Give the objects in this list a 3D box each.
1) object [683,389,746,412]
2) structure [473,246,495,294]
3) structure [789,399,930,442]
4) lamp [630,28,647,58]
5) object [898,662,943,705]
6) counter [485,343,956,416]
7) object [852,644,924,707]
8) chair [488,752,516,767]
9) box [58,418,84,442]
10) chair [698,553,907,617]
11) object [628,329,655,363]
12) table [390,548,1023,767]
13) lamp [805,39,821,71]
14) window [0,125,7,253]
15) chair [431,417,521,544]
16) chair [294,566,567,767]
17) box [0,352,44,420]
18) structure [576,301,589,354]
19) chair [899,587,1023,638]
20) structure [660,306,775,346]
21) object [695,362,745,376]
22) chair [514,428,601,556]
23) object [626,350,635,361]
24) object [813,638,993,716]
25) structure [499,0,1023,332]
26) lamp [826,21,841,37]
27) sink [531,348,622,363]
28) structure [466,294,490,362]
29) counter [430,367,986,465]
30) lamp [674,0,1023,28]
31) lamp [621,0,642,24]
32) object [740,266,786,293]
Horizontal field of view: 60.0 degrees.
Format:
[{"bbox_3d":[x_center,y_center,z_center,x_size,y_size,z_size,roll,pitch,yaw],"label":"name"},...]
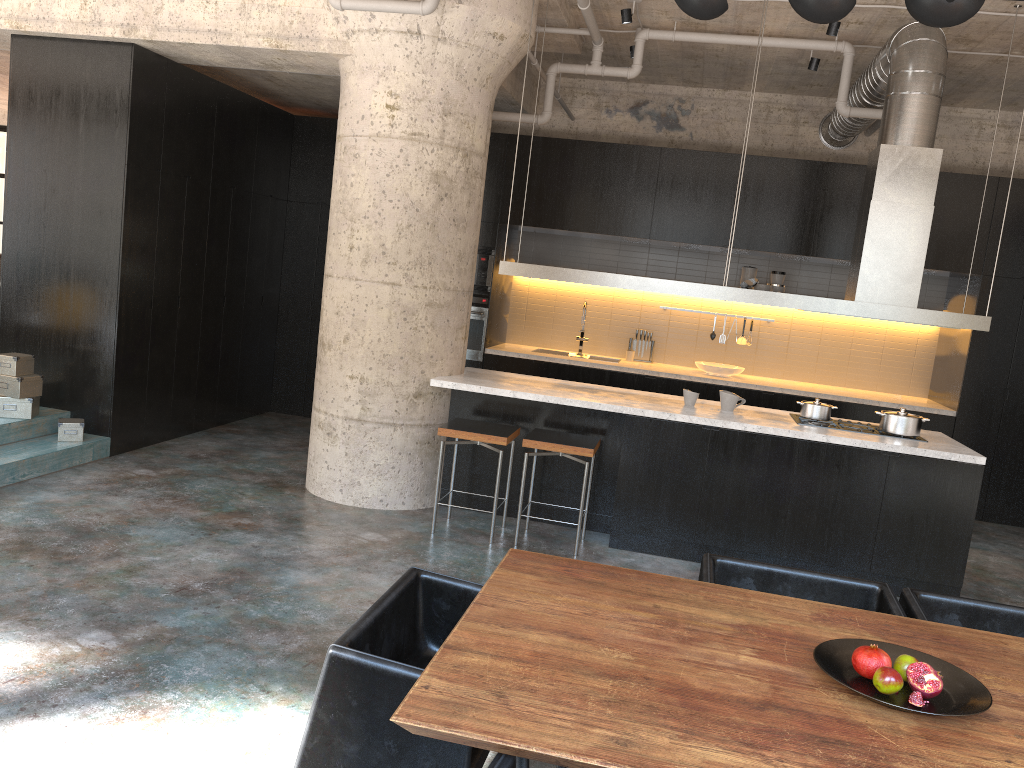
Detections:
[{"bbox_3d":[1.405,0.103,6.167,0.437,0.133,0.188,8,7,11],"label":"object"},{"bbox_3d":[-0.453,-1.173,8.979,0.659,0.450,0.612,8,7,10],"label":"structure"},{"bbox_3d":[2.353,0.205,6.023,0.833,0.187,0.506,8,7,10],"label":"structure"},{"bbox_3d":[1.027,-2.758,7.201,0.145,0.236,0.107,6,7,-6],"label":"lamp"},{"bbox_3d":[1.060,0.769,2.295,0.088,0.082,0.110,1,9,-39],"label":"object"},{"bbox_3d":[1.949,-0.033,8.840,4.360,0.142,1.000,8,7,10],"label":"counter"},{"bbox_3d":[0.997,0.752,2.326,0.100,0.097,0.219,1,9,-35],"label":"object"},{"bbox_3d":[0.190,1.193,1.632,0.707,0.738,0.754,9,7,15],"label":"chair"},{"bbox_3d":[-3.213,0.334,6.459,0.172,0.140,0.187,3,8,-27],"label":"box"},{"bbox_3d":[0.996,1.088,3.207,0.707,0.738,0.754,8,7,10],"label":"chair"},{"bbox_3d":[1.356,-0.401,9.289,0.291,0.336,0.060,7,7,5],"label":"object"},{"bbox_3d":[0.995,1.185,2.359,2.410,0.756,1.299,8,7,10],"label":"table"},{"bbox_3d":[2.357,-2.574,6.963,0.107,0.236,0.145,6,7,-6],"label":"lamp"},{"bbox_3d":[-8.641,-2.703,14.696,1.698,3.122,0.114,8,7,11],"label":"window"},{"bbox_3d":[-0.245,0.627,5.856,0.450,0.698,0.450,8,7,10],"label":"chair"},{"bbox_3d":[-0.210,1.025,2.590,0.754,0.738,0.707,8,7,10],"label":"chair"},{"bbox_3d":[-3.539,0.008,6.317,0.331,0.441,0.280,7,7,0],"label":"box"},{"bbox_3d":[0.737,-0.580,9.237,0.125,0.559,0.269,8,7,10],"label":"structure"},{"bbox_3d":[1.709,1.189,3.065,0.707,0.738,0.754,8,7,10],"label":"chair"},{"bbox_3d":[2.103,-0.586,9.213,1.171,0.315,0.074,8,7,10],"label":"structure"},{"bbox_3d":[2.073,-0.141,8.874,0.490,0.093,0.490,8,7,8],"label":"object"},{"bbox_3d":[0.293,0.696,5.805,0.450,0.698,0.450,8,7,10],"label":"chair"},{"bbox_3d":[1.227,-0.297,9.222,0.092,0.117,0.092,1,9,-40],"label":"object"},{"bbox_3d":[1.019,0.767,2.332,0.435,0.079,0.435,0,10,-42],"label":"object"},{"bbox_3d":[1.599,-1.590,5.887,3.117,2.100,0.538,8,7,10],"label":"structure"},{"bbox_3d":[2.168,-2.477,6.020,0.107,0.236,0.145,6,7,-6],"label":"lamp"},{"bbox_3d":[0.661,-0.228,9.131,0.890,0.134,0.458,8,7,10],"label":"sink"},{"bbox_3d":[-0.527,-0.611,9.004,0.664,0.651,0.649,8,7,10],"label":"structure"},{"bbox_3d":[1.251,0.177,6.153,3.500,0.046,1.000,8,7,10],"label":"counter"},{"bbox_3d":[1.302,-1.526,2.006,1.813,1.327,0.583,8,7,10],"label":"lamp"},{"bbox_3d":[0.841,-2.662,6.275,0.145,0.236,0.107,6,7,-6],"label":"lamp"},{"bbox_3d":[2.526,-1.047,8.894,0.462,0.240,0.334,8,7,8],"label":"object"}]
